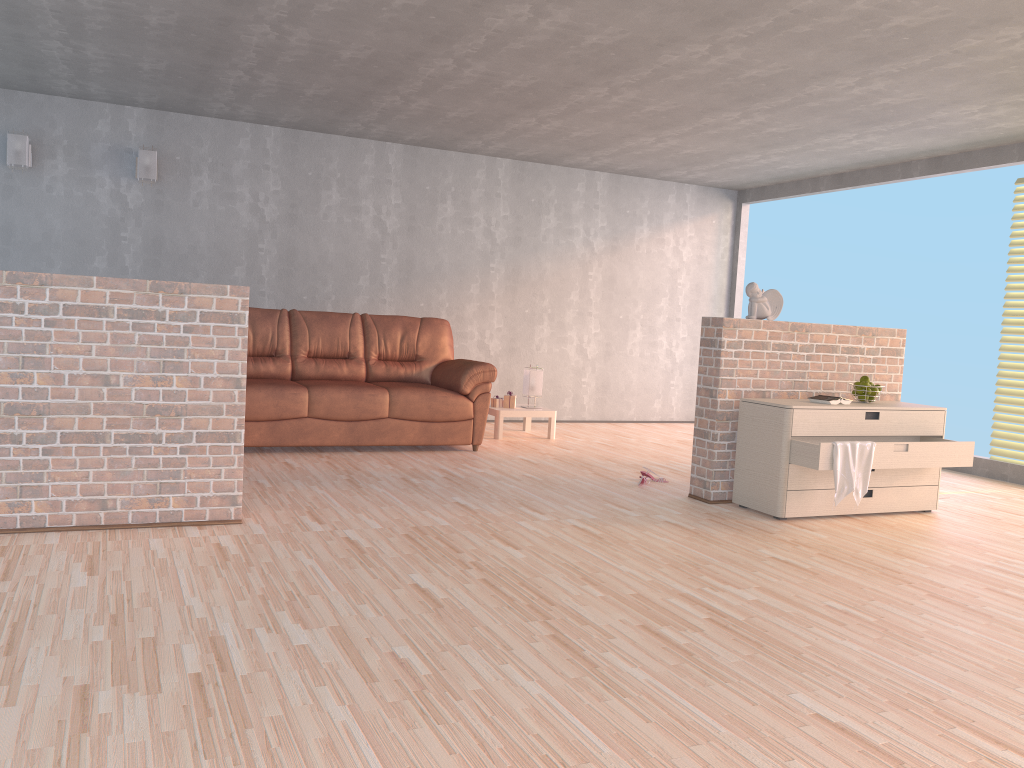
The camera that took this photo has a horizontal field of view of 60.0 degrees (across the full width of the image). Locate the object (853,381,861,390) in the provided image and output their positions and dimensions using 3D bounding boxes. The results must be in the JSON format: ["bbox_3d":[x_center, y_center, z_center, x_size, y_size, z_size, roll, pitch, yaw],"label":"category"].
[{"bbox_3d":[2.009,0.012,5.153,0.049,0.053,0.054,4,4,6],"label":"object"}]

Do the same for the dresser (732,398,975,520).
[{"bbox_3d":[2.152,0.428,5.068,1.686,0.612,0.605,1,4,-24],"label":"dresser"}]

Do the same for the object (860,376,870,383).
[{"bbox_3d":[2.048,-0.021,5.145,0.054,0.056,0.054,1,4,-25],"label":"object"}]

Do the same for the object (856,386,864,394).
[{"bbox_3d":[2.006,0.036,5.111,0.046,0.044,0.046,1,5,-29],"label":"object"}]

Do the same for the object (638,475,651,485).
[{"bbox_3d":[0.828,0.597,5.527,0.078,0.066,0.192,4,4,12],"label":"object"}]

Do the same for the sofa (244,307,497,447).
[{"bbox_3d":[-1.292,-0.067,6.479,2.202,0.923,0.981,1,4,-24],"label":"sofa"}]

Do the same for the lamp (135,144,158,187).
[{"bbox_3d":[-2.848,-1.701,6.926,0.165,0.319,0.177,1,4,-24],"label":"lamp"}]

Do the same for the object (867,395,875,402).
[{"bbox_3d":[2.083,0.081,5.145,0.046,0.048,0.048,0,5,-36],"label":"object"}]

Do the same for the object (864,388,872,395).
[{"bbox_3d":[2.043,0.043,5.088,0.038,0.040,0.039,2,4,-16],"label":"object"}]

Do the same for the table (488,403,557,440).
[{"bbox_3d":[0.015,0.317,7.576,0.548,0.241,0.548,1,4,-24],"label":"table"}]

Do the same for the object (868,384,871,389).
[{"bbox_3d":[2.052,0.017,5.118,0.039,0.038,0.039,4,4,4],"label":"object"}]

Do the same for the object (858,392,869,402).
[{"bbox_3d":[2.031,0.074,5.126,0.060,0.055,0.059,5,4,20],"label":"object"}]

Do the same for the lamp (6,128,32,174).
[{"bbox_3d":[-3.650,-1.719,6.556,0.165,0.319,0.168,1,4,-24],"label":"lamp"}]

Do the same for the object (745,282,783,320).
[{"bbox_3d":[1.454,-0.480,5.170,0.216,0.218,0.131,1,5,-25],"label":"object"}]

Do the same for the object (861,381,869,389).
[{"bbox_3d":[2.026,0.005,5.090,0.046,0.045,0.046,1,5,-25],"label":"object"}]

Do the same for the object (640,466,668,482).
[{"bbox_3d":[0.915,0.581,5.687,0.188,0.085,0.069,4,4,15],"label":"object"}]

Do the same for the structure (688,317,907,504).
[{"bbox_3d":[1.751,0.160,5.371,1.422,1.057,0.211,1,4,-24],"label":"structure"}]

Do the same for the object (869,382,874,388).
[{"bbox_3d":[2.084,0.010,5.158,0.043,0.043,0.039,0,5,-39],"label":"object"}]

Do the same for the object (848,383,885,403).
[{"bbox_3d":[2.051,0.057,5.147,0.202,0.104,0.202,1,5,-31],"label":"object"}]

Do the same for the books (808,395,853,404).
[{"bbox_3d":[1.778,0.087,4.959,0.209,0.040,0.146,0,5,-34],"label":"books"}]

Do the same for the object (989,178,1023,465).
[{"bbox_3d":[4.551,-0.268,4.612,0.044,2.114,4.372,1,4,-24],"label":"object"}]

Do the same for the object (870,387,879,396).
[{"bbox_3d":[2.081,0.043,5.105,0.057,0.057,0.057,4,4,9],"label":"object"}]

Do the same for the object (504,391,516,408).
[{"bbox_3d":[-0.017,0.129,7.465,0.099,0.147,0.102,4,4,4],"label":"object"}]

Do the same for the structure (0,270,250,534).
[{"bbox_3d":[-1.864,0.074,3.725,1.422,1.057,0.211,1,4,-24],"label":"structure"}]

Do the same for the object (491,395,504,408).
[{"bbox_3d":[-0.110,0.144,7.504,0.080,0.105,0.152,6,5,34],"label":"object"}]

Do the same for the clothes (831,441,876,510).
[{"bbox_3d":[1.742,0.476,4.569,0.325,0.369,0.097,1,4,-24],"label":"clothes"}]

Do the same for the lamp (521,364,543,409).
[{"bbox_3d":[0.176,0.020,7.577,0.140,0.376,0.140,1,4,-24],"label":"lamp"}]

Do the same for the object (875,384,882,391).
[{"bbox_3d":[2.115,0.026,5.131,0.047,0.047,0.046,4,4,13],"label":"object"}]
